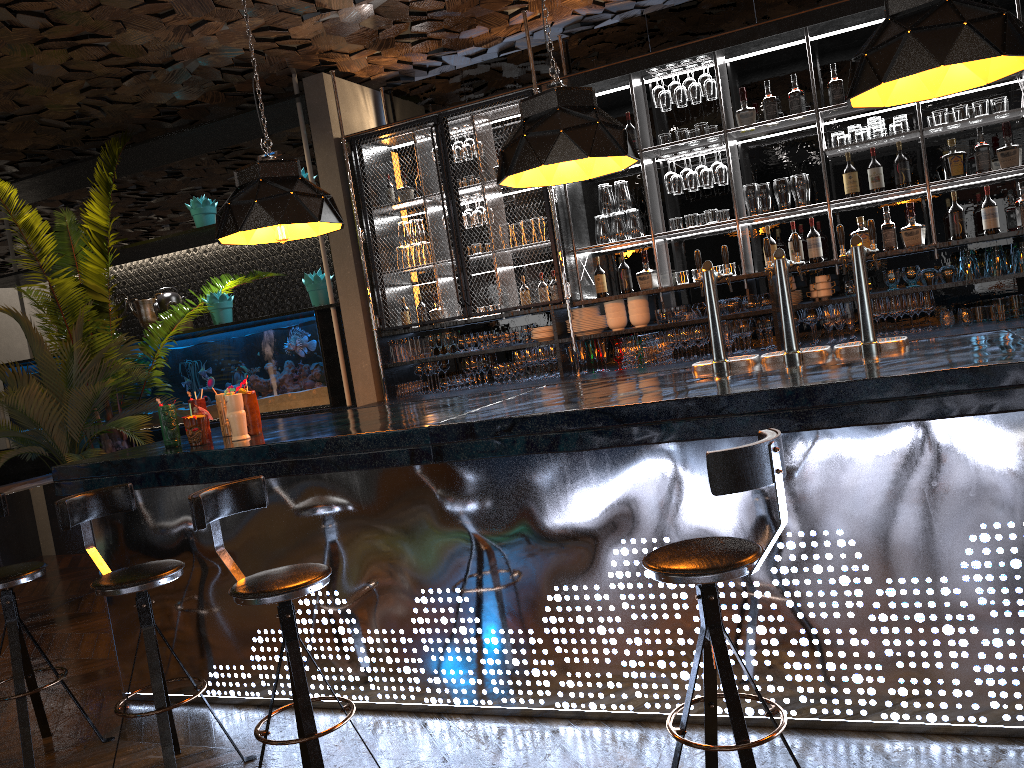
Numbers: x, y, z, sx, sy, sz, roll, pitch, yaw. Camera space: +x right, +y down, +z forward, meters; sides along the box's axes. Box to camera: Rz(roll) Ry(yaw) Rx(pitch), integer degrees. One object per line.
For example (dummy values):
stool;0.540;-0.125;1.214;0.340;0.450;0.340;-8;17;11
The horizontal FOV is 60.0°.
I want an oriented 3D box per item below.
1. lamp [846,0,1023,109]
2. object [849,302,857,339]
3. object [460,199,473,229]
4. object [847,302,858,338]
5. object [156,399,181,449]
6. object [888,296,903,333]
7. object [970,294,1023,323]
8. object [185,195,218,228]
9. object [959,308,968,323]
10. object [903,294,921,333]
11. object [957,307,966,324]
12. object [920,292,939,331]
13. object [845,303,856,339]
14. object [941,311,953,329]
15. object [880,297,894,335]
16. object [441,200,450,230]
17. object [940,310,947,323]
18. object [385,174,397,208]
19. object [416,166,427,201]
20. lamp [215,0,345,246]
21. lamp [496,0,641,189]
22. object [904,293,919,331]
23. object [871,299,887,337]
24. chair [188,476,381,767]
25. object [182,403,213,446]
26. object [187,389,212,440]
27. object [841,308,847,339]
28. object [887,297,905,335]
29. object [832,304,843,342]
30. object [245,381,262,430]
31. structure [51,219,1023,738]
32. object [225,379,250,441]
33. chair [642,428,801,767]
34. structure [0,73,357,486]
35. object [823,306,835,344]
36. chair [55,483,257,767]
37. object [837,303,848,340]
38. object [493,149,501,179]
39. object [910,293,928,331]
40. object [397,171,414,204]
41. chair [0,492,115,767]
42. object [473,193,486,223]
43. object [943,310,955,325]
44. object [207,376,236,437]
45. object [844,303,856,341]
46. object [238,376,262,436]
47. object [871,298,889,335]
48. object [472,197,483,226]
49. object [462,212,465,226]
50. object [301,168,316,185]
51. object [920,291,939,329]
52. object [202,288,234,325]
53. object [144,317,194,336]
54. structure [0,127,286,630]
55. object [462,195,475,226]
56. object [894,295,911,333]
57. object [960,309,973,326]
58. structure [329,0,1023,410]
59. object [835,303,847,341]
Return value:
lamp;1.334;-1.794;2.976;0.582;1.564;0.607;-7;4;24
object;2.159;-0.403;5.634;0.049;0.231;0.049;-11;4;-29
object;-0.343;-1.294;6.742;0.081;0.213;0.081;-7;4;30
object;2.179;-0.410;5.695;0.049;0.231;0.049;-8;4;14
object;-1.599;0.178;4.126;0.086;0.237;0.084;-5;5;43
object;2.434;-0.445;5.645;0.091;0.229;0.091;-10;4;-14
object;2.926;-0.449;5.281;0.356;0.134;0.206;-7;4;31
object;-2.626;-1.449;7.542;0.265;0.325;0.245;-10;4;-12
object;2.745;-0.409;5.377;0.067;0.099;0.067;-9;4;-4
object;2.431;-0.428;5.399;0.091;0.229;0.091;-12;5;-39
object;2.781;-0.420;5.467;0.067;0.099;0.067;-9;4;-4
object;2.517;-0.439;5.358;0.091;0.229;0.091;-9;4;-4
object;2.128;-0.394;5.581;0.049;0.231;0.049;-6;4;33
object;2.603;-0.382;5.308;0.067;0.100;0.067;-8;4;16
object;2.338;-0.424;5.565;0.091;0.229;0.091;-5;5;45
object;-0.486;-1.266;6.650;0.081;0.213;0.081;-7;4;30
object;2.694;-0.410;5.510;0.067;0.100;0.067;-8;4;16
object;-0.953;-1.511;6.935;0.075;0.260;0.075;-10;4;-17
object;-0.698;-1.541;6.795;0.075;0.261;0.075;-10;4;-17
lamp;-1.195;-1.451;4.101;0.582;1.606;0.607;-7;4;24
lamp;0.115;-1.650;3.649;0.582;1.564;0.607;-7;4;24
object;2.521;-0.456;5.605;0.091;0.229;0.091;-9;4;-8
object;2.252;-0.405;5.474;0.091;0.229;0.091;-8;4;10
chair;-0.729;0.867;2.864;0.476;1.108;0.419;-7;4;24
object;-1.431;0.180;4.052;0.110;0.191;0.131;-6;5;36
object;-1.493;0.150;4.235;0.078;0.246;0.084;-7;4;22
object;2.155;-0.415;5.803;0.058;0.234;0.058;-10;4;-22
object;2.348;-0.418;5.437;0.091;0.229;0.091;-10;4;-19
object;2.045;-0.382;5.566;0.058;0.234;0.058;-7;4;27
object;-1.257;0.108;4.247;0.080;0.254;0.091;-7;4;26
structure;0.887;0.285;3.433;6.009;1.685;1.214;-7;4;24
object;-1.227;0.117;3.970;0.081;0.264;0.099;-5;5;45
chair;0.572;0.697;2.392;0.476;1.108;0.419;-6;5;39
structure;-3.126;-0.433;7.979;4.269;3.734;0.705;-7;4;24
object;1.989;-0.374;5.580;0.058;0.234;0.058;-10;4;-23
chair;-1.357;0.937;3.275;0.476;1.108;0.419;-7;4;24
object;2.128;-0.406;5.729;0.058;0.234;0.058;-9;4;1
object;-0.082;-1.603;6.519;0.108;0.244;0.108;-8;4;13
object;2.510;-0.446;5.485;0.091;0.229;0.091;-8;4;17
object;-0.825;-1.514;6.837;0.108;0.244;0.108;-8;4;13
chair;-2.076;1.022;3.667;0.476;1.108;0.419;-7;4;24
object;-0.239;-1.297;6.539;0.081;0.213;0.081;-7;4;30
object;2.659;-0.398;5.404;0.067;0.100;0.067;-8;4;16
object;-1.386;0.104;4.273;0.105;0.298;0.116;-11;5;-35
object;2.101;-0.386;5.520;0.049;0.231;0.049;-6;5;36
object;-1.226;0.101;4.108;0.091;0.277;0.080;-11;5;-34
object;2.350;-0.434;5.682;0.091;0.229;0.091;-11;4;-30
object;-0.264;-1.304;6.707;0.081;0.213;0.081;-7;4;30
object;-0.399;-1.277;6.611;0.081;0.213;0.081;-7;4;30
object;-1.680;-1.567;7.120;0.265;0.325;0.245;-8;4;18
object;2.614;-0.467;5.567;0.091;0.229;0.091;-7;4;22
object;-2.502;-0.655;7.595;0.265;0.325;0.245;-10;4;-12
object;-3.063;-0.499;7.932;0.320;0.135;0.250;-7;4;24
structure;-3.675;-0.190;6.917;1.873;3.561;4.073;-7;4;25
object;-0.321;-1.287;6.576;0.081;0.213;0.081;-7;4;30
object;2.425;-0.435;5.525;0.091;0.229;0.091;-11;5;-34
object;2.696;-0.393;5.263;0.067;0.099;0.067;-9;4;-4
structure;1.987;-0.970;5.508;6.750;3.553;1.143;-7;4;24
object;2.091;-0.394;5.648;0.058;0.234;0.058;-11;4;-33
